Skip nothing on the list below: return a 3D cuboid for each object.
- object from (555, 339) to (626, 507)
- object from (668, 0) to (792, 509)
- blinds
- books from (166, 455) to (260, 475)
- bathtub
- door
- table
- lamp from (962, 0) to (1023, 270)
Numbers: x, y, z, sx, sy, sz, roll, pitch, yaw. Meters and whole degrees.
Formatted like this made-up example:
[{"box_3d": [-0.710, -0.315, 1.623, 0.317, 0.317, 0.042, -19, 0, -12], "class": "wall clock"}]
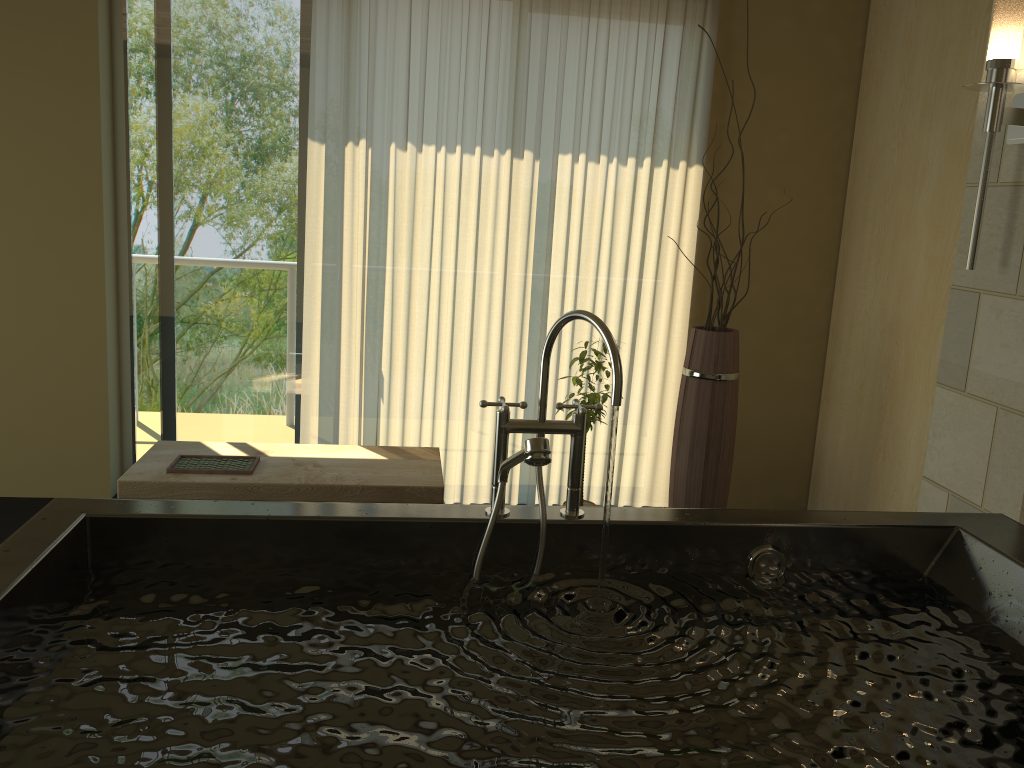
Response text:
[{"box_3d": [0.294, 0.262, 3.508, 0.242, 0.927, 0.267, 10, 12, 30], "class": "object"}, {"box_3d": [0.778, -0.339, 3.504, 0.468, 2.174, 0.463, 13, 15, 42], "class": "object"}, {"box_3d": [0.027, -0.698, 3.928, 1.944, 2.573, 0.064, 2, 11, -8], "class": "blinds"}, {"box_3d": [-1.086, 0.294, 3.239, 0.294, 0.014, 0.182, 2, 12, -7], "class": "books"}, {"box_3d": [0.160, 0.501, 1.479, 2.132, 1.159, 1.071, 2, 11, -7], "class": "bathtub"}, {"box_3d": [-1.248, -0.628, 4.016, 1.037, 2.327, 0.063, 2, 11, -8], "class": "door"}, {"box_3d": [-0.832, 0.491, 3.381, 1.124, 0.399, 0.515, 2, 11, -7], "class": "table"}, {"box_3d": [1.325, -0.732, 2.427, 0.188, 0.835, 0.176, 2, 11, -7], "class": "lamp"}]
